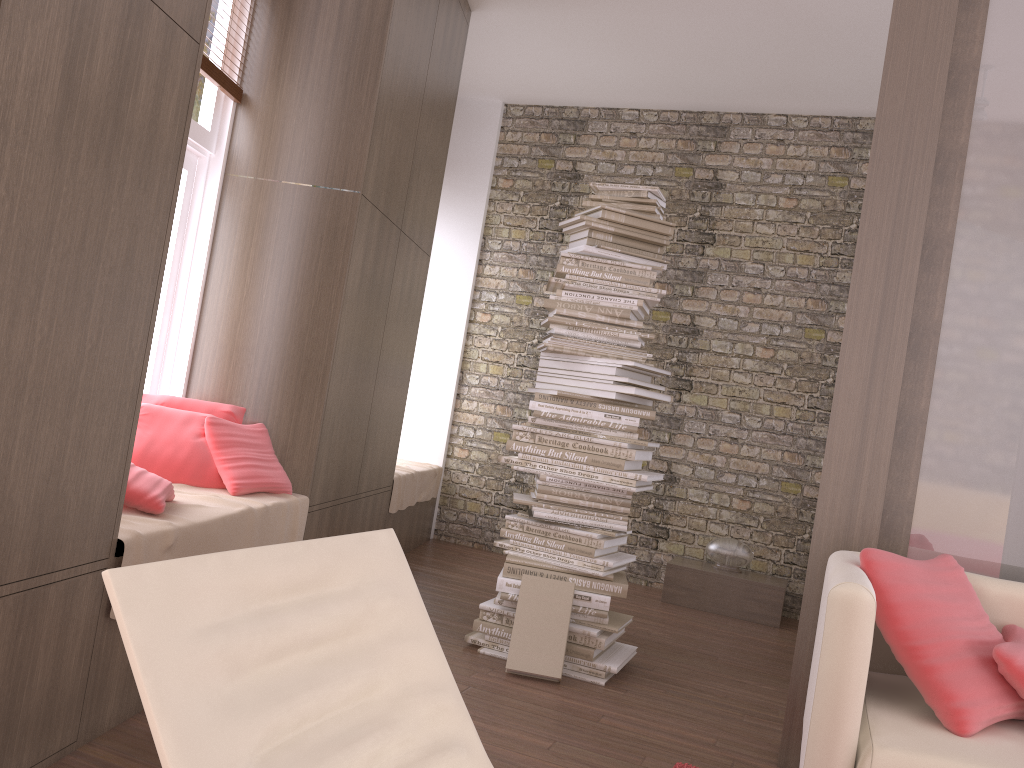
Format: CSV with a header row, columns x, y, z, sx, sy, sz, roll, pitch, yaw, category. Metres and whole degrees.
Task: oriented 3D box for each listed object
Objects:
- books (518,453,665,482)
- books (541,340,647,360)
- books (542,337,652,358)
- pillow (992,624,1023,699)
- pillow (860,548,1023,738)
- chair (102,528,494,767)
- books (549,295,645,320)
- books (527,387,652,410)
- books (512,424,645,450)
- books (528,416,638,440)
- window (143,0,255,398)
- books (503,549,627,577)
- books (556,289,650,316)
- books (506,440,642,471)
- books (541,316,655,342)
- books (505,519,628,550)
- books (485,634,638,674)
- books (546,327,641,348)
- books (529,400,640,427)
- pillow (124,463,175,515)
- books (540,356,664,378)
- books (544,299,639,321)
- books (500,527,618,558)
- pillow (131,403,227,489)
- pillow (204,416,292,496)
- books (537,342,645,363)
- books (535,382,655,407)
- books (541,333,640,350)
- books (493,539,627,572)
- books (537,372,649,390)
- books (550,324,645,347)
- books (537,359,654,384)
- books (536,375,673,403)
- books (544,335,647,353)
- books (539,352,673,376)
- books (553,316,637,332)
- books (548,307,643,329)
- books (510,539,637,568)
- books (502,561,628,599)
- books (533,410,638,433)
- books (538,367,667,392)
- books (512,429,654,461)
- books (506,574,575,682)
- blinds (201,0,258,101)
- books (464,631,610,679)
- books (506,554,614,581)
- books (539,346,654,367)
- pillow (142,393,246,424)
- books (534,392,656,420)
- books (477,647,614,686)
x,y,z,sx,sy,sz,roll,pitch,yaw,category
0.359,0.365,3.918,0.566,0.025,0.423,9,-2,20,books
0.353,-0.144,3.939,0.432,0.013,0.288,9,-2,-5,books
0.370,-0.155,3.934,0.446,0.012,0.291,9,-2,-5,books
1.444,0.783,2.186,0.467,0.224,0.507,8,-2,32,pillow
1.145,0.654,2.305,0.498,0.377,0.379,11,-2,-35,pillow
-0.007,0.670,1.150,0.860,0.767,0.739,9,-2,20,chair
0.385,-0.340,3.956,0.388,0.020,0.287,9,-2,15,books
0.338,0.067,3.956,0.450,0.022,0.364,10,-2,-20,books
0.304,0.236,3.933,0.510,0.020,0.399,9,-2,20,books
0.316,0.195,3.944,0.469,0.028,0.368,9,-2,5,books
-1.402,-0.782,3.058,0.160,2.229,1.407,9,-2,7,window
0.236,0.761,3.841,0.448,0.013,0.350,8,-2,25,books
0.410,-0.360,3.946,0.379,0.028,0.297,9,-2,15,books
0.286,0.316,3.930,0.522,0.046,0.410,9,-2,20,books
0.371,-0.238,3.939,0.467,0.020,0.283,9,-2,-5,books
0.246,0.649,3.895,0.448,0.038,0.348,8,-2,25,books
0.220,1.113,3.800,0.566,0.025,0.423,9,-2,20,books
0.356,-0.196,3.962,0.379,0.028,0.297,9,-2,-5,books
0.319,0.133,3.933,0.469,0.038,0.364,9,-2,5,books
-1.225,0.265,2.731,0.354,0.200,0.403,10,-2,-16,pillow
0.397,-0.076,3.954,0.443,0.010,0.345,8,-2,40,books
0.358,-0.315,3.956,0.379,0.039,0.297,9,-2,15,books
0.213,0.683,3.882,0.432,0.038,0.339,8,-2,25,books
-1.292,0.228,3.326,0.485,0.279,0.270,10,-2,-34,pillow
-1.028,0.286,3.462,0.264,0.278,0.357,8,-2,28,pillow
0.342,-0.132,3.937,0.444,0.015,0.279,9,-2,-5,books
0.366,0.046,3.944,0.435,0.030,0.322,8,-2,40,books
0.342,-0.181,3.951,0.395,0.007,0.308,9,-2,-5,books
0.215,0.739,3.883,0.506,0.023,0.330,8,-2,25,books
0.358,-0.009,3.941,0.413,0.013,0.294,8,-2,40,books
0.385,-0.215,3.947,0.388,0.020,0.287,9,-2,15,books
0.371,-0.055,3.947,0.417,0.036,0.308,8,-2,40,books
0.404,0.020,3.914,0.524,0.030,0.317,8,-2,40,books
0.363,-0.168,3.942,0.412,0.011,0.308,9,-2,-5,books
0.415,-0.089,3.929,0.500,0.018,0.326,8,-2,40,books
0.348,-0.256,3.939,0.368,0.009,0.262,9,-2,-5,books
0.363,-0.282,3.948,0.379,0.028,0.297,9,-2,-5,books
0.272,0.723,3.866,0.468,0.021,0.350,8,-2,25,books
0.232,0.819,3.825,0.518,0.057,0.341,9,-2,5,books
0.322,0.165,3.910,0.442,0.025,0.346,9,-2,5,books
0.397,-0.021,3.930,0.484,0.020,0.323,8,-2,40,books
0.325,0.274,3.948,0.542,0.046,0.421,9,-2,20,books
0.116,0.965,3.520,0.218,0.363,0.246,9,-2,5,books
-1.139,-1.782,3.080,0.042,1.138,1.373,9,-2,7,blinds
0.150,1.131,3.814,0.612,0.028,0.399,9,-2,20,books
0.210,0.775,3.857,0.450,0.022,0.364,9,-2,5,books
0.365,-0.113,3.922,0.469,0.015,0.267,9,-2,-5,books
-1.292,0.225,3.504,0.484,0.334,0.193,10,-2,-30,pillow
0.366,0.101,3.942,0.518,0.038,0.341,9,-2,5,books
0.179,1.159,3.767,0.542,0.016,0.423,9,-2,20,books
